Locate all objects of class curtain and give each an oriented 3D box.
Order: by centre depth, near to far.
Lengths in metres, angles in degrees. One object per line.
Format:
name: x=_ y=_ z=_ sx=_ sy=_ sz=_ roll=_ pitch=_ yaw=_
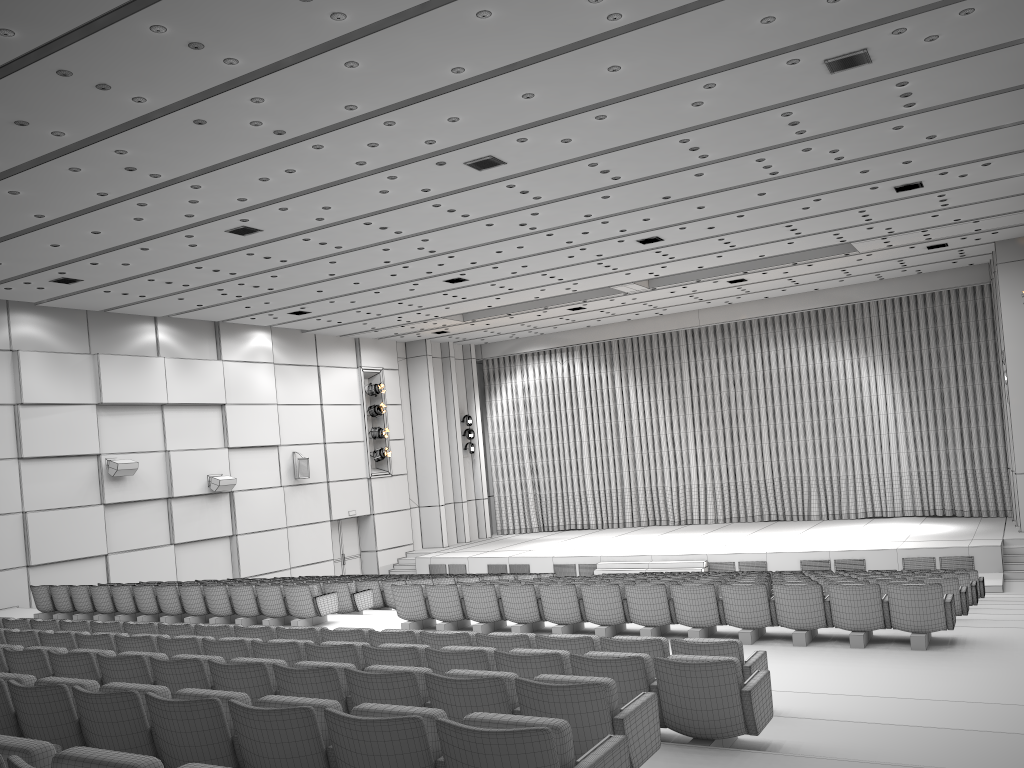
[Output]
curtain: x=6.465 y=1.121 z=27.422 sx=16.186 sy=6.507 sz=1.427 roll=-7 pitch=-2 yaw=30

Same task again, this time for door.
door: x=-4.921 y=4.990 z=25.715 sx=0.086 sy=2.174 sz=1.696 roll=-5 pitch=-2 yaw=30

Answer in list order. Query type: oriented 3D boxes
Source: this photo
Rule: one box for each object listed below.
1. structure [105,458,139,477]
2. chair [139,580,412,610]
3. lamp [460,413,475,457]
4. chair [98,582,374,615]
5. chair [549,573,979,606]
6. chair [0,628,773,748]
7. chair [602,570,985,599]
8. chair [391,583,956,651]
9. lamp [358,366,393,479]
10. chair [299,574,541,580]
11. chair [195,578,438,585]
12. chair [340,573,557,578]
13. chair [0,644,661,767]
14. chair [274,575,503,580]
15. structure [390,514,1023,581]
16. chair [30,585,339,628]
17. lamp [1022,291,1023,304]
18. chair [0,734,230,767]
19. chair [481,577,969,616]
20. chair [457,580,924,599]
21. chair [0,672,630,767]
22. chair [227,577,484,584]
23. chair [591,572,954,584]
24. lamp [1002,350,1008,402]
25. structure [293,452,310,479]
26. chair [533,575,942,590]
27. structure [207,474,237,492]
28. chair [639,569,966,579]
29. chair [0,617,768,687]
structure: x=-8.530 y=1.807 z=19.338 sx=0.472 sy=0.416 sz=0.519 roll=-6 pitch=-3 yaw=30
chair: x=-4.383 y=3.838 z=16.022 sx=6.623 sy=0.620 sz=0.611 roll=-8 pitch=-3 yaw=30
lamp: x=-1.479 y=1.682 z=29.418 sx=0.438 sy=1.476 sz=0.384 roll=-5 pitch=-1 yaw=34
chair: x=-4.926 y=3.656 z=15.060 sx=6.071 sy=0.620 sz=0.611 roll=-7 pitch=-3 yaw=30
chair: x=3.626 y=3.287 z=13.963 sx=6.623 sy=0.620 sz=0.611 roll=-8 pitch=-3 yaw=30
chair: x=-4.505 y=2.643 z=8.551 sx=13.797 sy=0.620 sz=0.611 roll=-8 pitch=-3 yaw=30
chair: x=4.742 y=3.647 z=15.869 sx=6.623 sy=0.620 sz=0.611 roll=-8 pitch=-3 yaw=30
chair: x=1.392 y=2.569 z=10.151 sx=6.623 sy=0.620 sz=0.611 roll=-8 pitch=-3 yaw=30
lamp: x=-4.109 y=1.153 z=26.557 sx=0.748 sy=3.335 sz=1.018 roll=-5 pitch=-1 yaw=30
chair: x=-2.149 y=4.557 z=19.834 sx=6.623 sy=0.620 sz=0.611 roll=-8 pitch=-3 yaw=30
chair: x=-3.810 y=4.016 z=16.967 sx=6.071 sy=0.620 sz=0.611 roll=-7 pitch=-3 yaw=30
chair: x=-1.543 y=4.731 z=20.767 sx=6.071 sy=0.620 sz=0.611 roll=-7 pitch=-3 yaw=30
chair: x=-5.087 y=2.466 z=7.611 sx=13.245 sy=0.620 sz=0.611 roll=-8 pitch=-3 yaw=30
chair: x=-2.693 y=4.375 z=18.873 sx=6.071 sy=0.620 sz=0.611 roll=-7 pitch=-3 yaw=30
structure: x=5.260 y=4.696 z=24.639 sx=17.880 sy=0.844 sz=8.311 roll=-8 pitch=-5 yaw=30
chair: x=-5.500 y=3.479 z=14.116 sx=6.623 sy=0.620 sz=0.611 roll=-8 pitch=-3 yaw=30
lamp: x=10.875 y=-0.823 z=17.960 sx=0.757 sy=3.335 sz=1.020 roll=-5 pitch=-1 yaw=25
chair: x=-6.204 y=2.107 z=5.705 sx=13.245 sy=0.620 sz=0.611 roll=-8 pitch=-3 yaw=30
chair: x=2.509 y=2.928 z=12.057 sx=6.623 sy=0.620 sz=0.611 roll=-8 pitch=-3 yaw=30
chair: x=1.965 y=2.746 z=11.095 sx=6.071 sy=0.620 sz=0.611 roll=-7 pitch=-3 yaw=30
chair: x=-5.622 y=2.284 z=6.644 sx=13.797 sy=0.620 sz=0.611 roll=-8 pitch=-3 yaw=30
chair: x=-3.266 y=4.198 z=17.928 sx=6.623 sy=0.620 sz=0.611 roll=-8 pitch=-3 yaw=30
chair: x=4.199 y=3.465 z=14.908 sx=6.071 sy=0.620 sz=0.611 roll=-7 pitch=-3 yaw=30
lamp: x=11.634 y=-0.161 z=20.496 sx=0.438 sy=1.476 sz=0.385 roll=-5 pitch=-1 yaw=26
structure: x=-5.638 y=2.169 z=23.697 sx=0.410 sy=0.743 sz=0.410 roll=-5 pitch=-2 yaw=-13
chair: x=3.082 y=3.106 z=13.001 sx=6.071 sy=0.620 sz=0.611 roll=-7 pitch=-3 yaw=30
structure: x=-7.023 y=2.384 z=21.421 sx=0.472 sy=0.416 sz=0.519 roll=-7 pitch=-3 yaw=31
chair: x=5.349 y=3.821 z=16.802 sx=6.071 sy=0.620 sz=0.611 roll=-7 pitch=-3 yaw=30
chair: x=-3.970 y=2.826 z=9.517 sx=13.245 sy=0.620 sz=0.611 roll=-8 pitch=-3 yaw=30
